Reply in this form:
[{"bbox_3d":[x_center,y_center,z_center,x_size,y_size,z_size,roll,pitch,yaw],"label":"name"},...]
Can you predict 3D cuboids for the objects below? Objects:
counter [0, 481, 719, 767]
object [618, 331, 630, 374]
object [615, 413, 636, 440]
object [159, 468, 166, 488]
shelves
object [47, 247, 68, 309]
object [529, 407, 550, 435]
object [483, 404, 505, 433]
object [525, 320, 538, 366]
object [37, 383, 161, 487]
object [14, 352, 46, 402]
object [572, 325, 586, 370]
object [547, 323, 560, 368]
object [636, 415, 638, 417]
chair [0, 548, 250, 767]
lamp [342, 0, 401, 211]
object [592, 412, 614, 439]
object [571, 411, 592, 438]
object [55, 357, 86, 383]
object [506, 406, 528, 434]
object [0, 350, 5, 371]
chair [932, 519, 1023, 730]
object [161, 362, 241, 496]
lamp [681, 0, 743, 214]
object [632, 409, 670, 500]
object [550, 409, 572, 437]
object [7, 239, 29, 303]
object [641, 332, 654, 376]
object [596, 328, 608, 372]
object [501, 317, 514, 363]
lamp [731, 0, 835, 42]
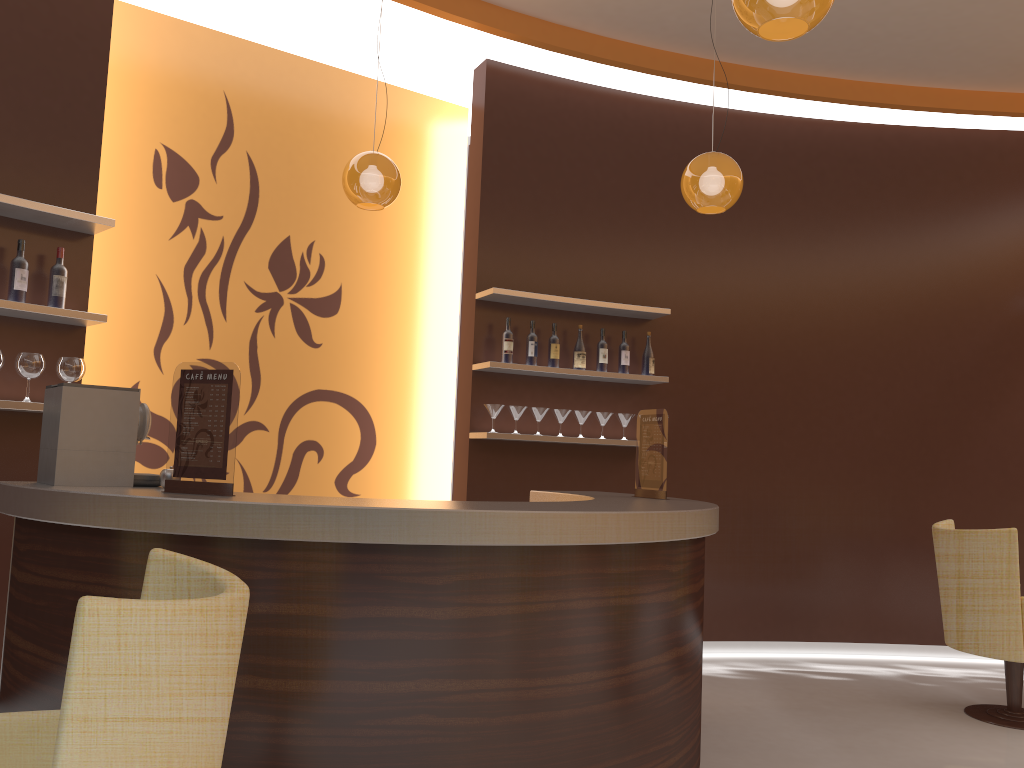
[{"bbox_3d":[-0.194,0.978,3.324,2.917,1.100,1.586,6,-6,-38],"label":"counter"},{"bbox_3d":[0.731,-0.200,5.790,0.073,0.297,0.073,-2,-7,44],"label":"object"},{"bbox_3d":[0.731,0.283,5.760,0.137,0.174,0.137,-1,-6,31],"label":"object"},{"bbox_3d":[-1.183,0.323,3.074,0.075,0.077,0.075,5,-6,-25],"label":"object"},{"bbox_3d":[-0.998,-0.223,4.616,4.744,0.902,0.586,6,-6,-36],"label":"shelves"},{"bbox_3d":[-2.059,-0.473,4.024,0.073,0.297,0.073,1,-5,16],"label":"object"},{"bbox_3d":[0.166,0.237,5.532,0.137,0.174,0.137,4,-5,-18],"label":"object"},{"bbox_3d":[-0.113,0.214,5.397,0.137,0.174,0.137,5,-6,-29],"label":"object"},{"bbox_3d":[0.125,-0.248,5.534,0.073,0.297,0.073,-2,-7,44],"label":"object"},{"bbox_3d":[-1.429,0.186,3.135,0.373,0.340,0.270,6,-6,-38],"label":"object"},{"bbox_3d":[-2.137,-0.024,3.924,0.125,0.221,0.125,-1,-6,31],"label":"object"},{"bbox_3d":[0.434,-0.227,5.682,0.086,0.303,0.086,3,-5,-10],"label":"object"},{"bbox_3d":[0.265,-0.236,5.602,0.073,0.297,0.073,2,-5,4],"label":"object"},{"bbox_3d":[0.876,0.294,5.815,0.137,0.174,0.137,4,-5,-18],"label":"object"},{"bbox_3d":[-0.848,0.836,1.554,0.685,1.017,0.729,4,-5,-15],"label":"chair"},{"bbox_3d":[-0.688,-1.646,4.570,0.299,1.500,0.299,0,-6,24],"label":"lamp"},{"bbox_3d":[0.584,0.272,5.707,0.137,0.174,0.137,4,-5,-18],"label":"object"},{"bbox_3d":[0.441,0.261,5.651,0.137,0.174,0.137,4,-5,-18],"label":"object"},{"bbox_3d":[-2.017,-0.008,4.042,0.125,0.221,0.125,-1,-6,31],"label":"object"},{"bbox_3d":[0.026,0.225,5.465,0.137,0.174,0.137,5,-6,-29],"label":"object"},{"bbox_3d":[-2.247,-0.040,3.795,0.125,0.221,0.125,-1,-6,31],"label":"object"},{"bbox_3d":[2.637,1.264,4.746,0.685,1.017,0.729,2,-5,3],"label":"chair"},{"bbox_3d":[-0.969,0.137,2.779,0.258,0.414,0.052,1,-5,20],"label":"object"},{"bbox_3d":[1.000,-1.592,4.380,0.299,1.500,0.299,0,-6,24],"label":"lamp"},{"bbox_3d":[0.651,0.325,4.141,0.052,0.414,0.258,5,-6,-25],"label":"object"},{"bbox_3d":[0.307,0.250,5.591,0.137,0.174,0.137,4,-5,-18],"label":"object"},{"bbox_3d":[-2.170,-0.488,3.903,0.073,0.297,0.073,2,-5,4],"label":"object"},{"bbox_3d":[0.898,-0.193,5.848,0.086,0.303,0.086,1,-5,21],"label":"object"},{"bbox_3d":[0.584,-0.211,5.734,0.073,0.297,0.073,-2,-7,44],"label":"object"},{"bbox_3d":[-0.027,-0.261,5.457,0.073,0.297,0.073,-2,-7,44],"label":"object"},{"bbox_3d":[0.806,-1.757,2.599,0.299,1.500,0.299,4,-5,-16],"label":"lamp"}]
